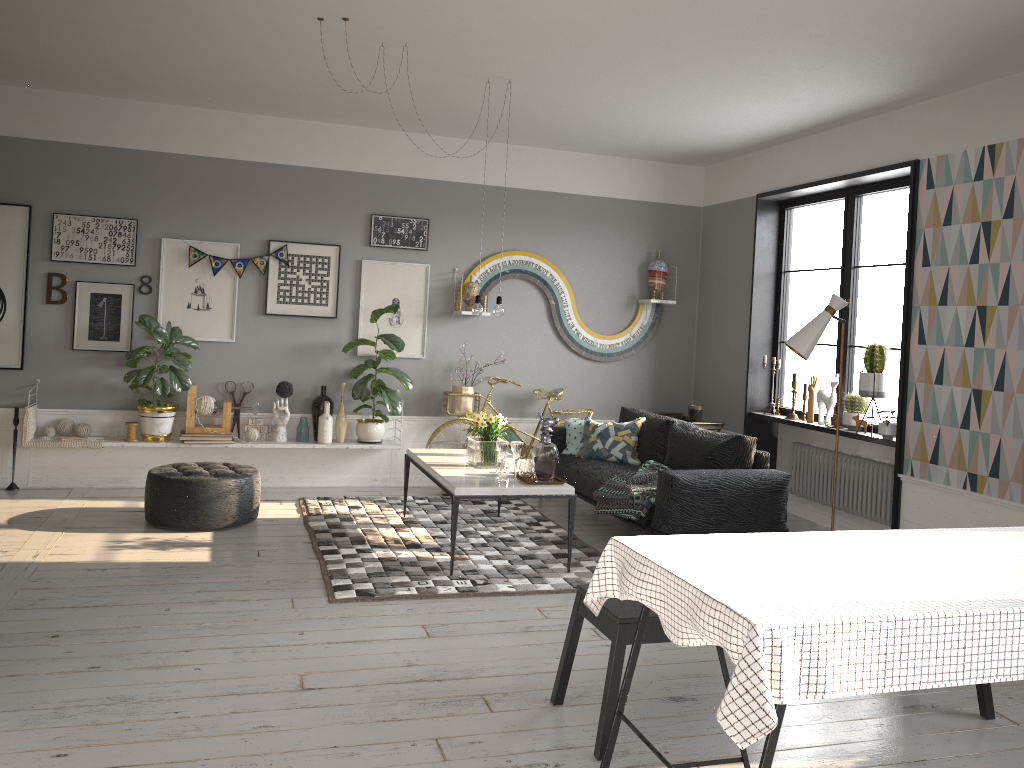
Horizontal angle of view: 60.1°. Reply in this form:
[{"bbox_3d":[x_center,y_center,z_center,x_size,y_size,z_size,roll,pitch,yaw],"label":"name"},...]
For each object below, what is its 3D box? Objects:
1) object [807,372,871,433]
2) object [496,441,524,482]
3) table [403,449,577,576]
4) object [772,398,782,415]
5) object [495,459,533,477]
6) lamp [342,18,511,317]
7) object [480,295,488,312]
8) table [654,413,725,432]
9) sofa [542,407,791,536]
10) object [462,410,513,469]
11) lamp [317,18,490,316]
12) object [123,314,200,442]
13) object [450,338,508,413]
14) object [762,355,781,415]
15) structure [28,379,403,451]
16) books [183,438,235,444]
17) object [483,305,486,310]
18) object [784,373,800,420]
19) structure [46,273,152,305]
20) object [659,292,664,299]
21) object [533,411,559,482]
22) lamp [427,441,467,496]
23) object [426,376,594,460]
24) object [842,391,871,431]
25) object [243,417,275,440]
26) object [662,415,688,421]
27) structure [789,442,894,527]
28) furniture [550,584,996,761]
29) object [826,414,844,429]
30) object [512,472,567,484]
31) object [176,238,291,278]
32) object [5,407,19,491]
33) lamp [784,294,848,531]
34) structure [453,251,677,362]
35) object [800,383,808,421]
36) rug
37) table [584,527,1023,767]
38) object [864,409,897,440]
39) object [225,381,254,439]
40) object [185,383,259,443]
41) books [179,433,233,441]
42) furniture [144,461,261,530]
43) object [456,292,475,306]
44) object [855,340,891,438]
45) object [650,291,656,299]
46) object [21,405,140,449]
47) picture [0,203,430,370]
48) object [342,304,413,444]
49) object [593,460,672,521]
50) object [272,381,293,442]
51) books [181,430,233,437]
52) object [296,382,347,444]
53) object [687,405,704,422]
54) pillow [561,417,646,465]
[{"bbox_3d":[2.386,0.121,6.497,0.134,0.409,0.664,3,3,-16],"label":"object"},{"bbox_3d":[-0.019,0.453,5.198,0.167,0.227,0.082,3,1,-6],"label":"object"},{"bbox_3d":[-0.204,0.780,5.674,0.731,0.510,1.460,2,4,-18],"label":"table"},{"bbox_3d":[2.198,0.178,7.319,0.084,0.151,0.084,3,1,-14],"label":"object"},{"bbox_3d":[0.069,0.519,5.363,0.279,0.087,0.247,0,5,-40],"label":"object"},{"bbox_3d":[-0.486,-1.189,5.216,0.074,1.535,1.394,3,1,42],"label":"lamp"},{"bbox_3d":[-0.248,-0.680,7.512,0.085,0.139,0.086,3,1,-25],"label":"object"},{"bbox_3d":[1.542,0.636,7.872,0.339,0.679,0.744,3,2,-18],"label":"table"},{"bbox_3d":[0.973,0.652,6.474,0.969,0.797,2.347,2,4,-18],"label":"sofa"},{"bbox_3d":[-0.156,0.350,5.676,0.324,0.351,0.352,3,2,-15],"label":"object"},{"bbox_3d":[-0.623,-1.198,5.236,0.074,1.535,1.394,3,1,42],"label":"lamp"},{"bbox_3d":[-2.674,-0.044,6.720,0.509,0.963,0.547,3,1,-32],"label":"object"},{"bbox_3d":[-0.282,-0.059,7.486,0.488,0.641,0.253,3,1,0],"label":"object"},{"bbox_3d":[2.130,0.008,7.294,0.145,0.490,0.162,3,0,18],"label":"object"},{"bbox_3d":[-2.246,0.257,6.954,2.773,0.486,0.308,2,1,-17],"label":"structure"},{"bbox_3d":[-2.365,0.432,6.889,0.367,0.021,0.297,1,4,-23],"label":"books"},{"bbox_3d":[-0.250,-0.657,7.594,0.062,0.081,0.062,2,2,-42],"label":"object"},{"bbox_3d":[2.225,0.091,6.985,0.123,0.375,0.123,3,0,-13],"label":"object"},{"bbox_3d":[-3.164,-0.725,6.803,0.738,0.263,0.024,2,0,-17],"label":"structure"},{"bbox_3d":[1.348,-0.797,7.977,0.050,0.058,0.050,2,2,-28],"label":"object"},{"bbox_3d":[0.201,0.367,5.211,0.156,0.417,0.148,3,0,2],"label":"object"},{"bbox_3d":[-0.486,0.689,7.242,0.433,0.437,0.433,4,2,13],"label":"lamp"},{"bbox_3d":[0.069,0.429,7.628,1.624,0.969,0.427,2,1,-26],"label":"object"},{"bbox_3d":[2.475,0.192,6.362,0.213,0.283,0.235,2,2,-44],"label":"object"},{"bbox_3d":[-2.020,0.360,7.111,0.264,0.173,0.078,2,1,-12],"label":"object"},{"bbox_3d":[1.514,0.309,8.018,0.246,0.015,0.319,2,4,-18],"label":"object"},{"bbox_3d":[2.465,0.728,6.611,0.148,0.427,1.227,3,3,-20],"label":"structure"},{"bbox_3d":[1.021,1.026,3.398,1.668,0.455,0.467,2,2,-17],"label":"furniture"},{"bbox_3d":[2.373,0.272,6.484,0.123,0.099,0.123,3,2,5],"label":"object"},{"bbox_3d":[0.160,0.561,5.269,0.246,0.015,0.319,2,4,-18],"label":"object"},{"bbox_3d":[-2.210,-1.008,7.069,0.913,0.339,0.057,2,0,-18],"label":"object"},{"bbox_3d":[-3.769,0.430,6.518,0.279,0.700,0.092,3,0,-25],"label":"object"},{"bbox_3d":[2.115,0.346,5.053,1.245,1.702,0.681,3,1,-19],"label":"lamp"},{"bbox_3d":[0.492,-0.683,7.811,2.020,0.955,0.267,2,1,-17],"label":"structure"},{"bbox_3d":[2.293,0.135,6.932,0.076,0.300,0.075,3,0,13],"label":"object"},{"bbox_3d":[-0.434,0.996,5.842,1.768,0.034,2.534,2,4,-17],"label":"rug"},{"bbox_3d":[1.295,0.926,2.655,2.023,0.784,0.934,2,3,-18],"label":"table"},{"bbox_3d":[2.489,0.265,5.876,0.246,0.203,0.171,2,2,-15],"label":"object"},{"bbox_3d":[-2.195,0.209,7.092,0.221,0.463,0.019,3,0,-17],"label":"object"},{"bbox_3d":[-2.253,0.231,6.921,0.545,0.440,0.239,2,1,-17],"label":"object"},{"bbox_3d":[-2.374,0.408,6.880,0.384,0.029,0.261,2,4,-17],"label":"books"},{"bbox_3d":[-2.069,0.736,5.940,0.734,0.356,0.737,1,4,-31],"label":"furniture"},{"bbox_3d":[-0.383,-0.694,7.454,0.197,0.166,0.060,4,1,16],"label":"object"},{"bbox_3d":[2.474,0.020,6.049,0.236,0.670,0.228,4,1,43],"label":"object"},{"bbox_3d":[1.274,-0.802,7.989,0.060,0.079,0.060,2,2,-29],"label":"object"},{"bbox_3d":[-3.207,0.321,6.627,0.784,0.306,0.330,2,2,-17],"label":"object"},{"bbox_3d":[-3.588,-0.698,4.550,7.285,1.793,4.051,2,3,-17],"label":"picture"},{"bbox_3d":[-1.100,-0.089,7.243,0.568,1.149,0.415,3,1,22],"label":"object"},{"bbox_3d":[0.875,0.716,5.809,0.490,0.329,0.668,2,3,-22],"label":"object"},{"bbox_3d":[-1.835,0.218,7.069,0.155,0.483,0.136,3,0,-18],"label":"object"},{"bbox_3d":[-2.379,0.384,6.889,0.379,0.017,0.229,2,4,-20],"label":"books"},{"bbox_3d":[-1.530,0.225,7.149,0.332,0.488,0.285,4,1,33],"label":"object"},{"bbox_3d":[1.587,0.267,7.668,0.142,0.160,0.138,4,2,20],"label":"object"},{"bbox_3d":[0.745,0.421,7.051,0.443,0.362,0.801,1,4,-35],"label":"pillow"}]
